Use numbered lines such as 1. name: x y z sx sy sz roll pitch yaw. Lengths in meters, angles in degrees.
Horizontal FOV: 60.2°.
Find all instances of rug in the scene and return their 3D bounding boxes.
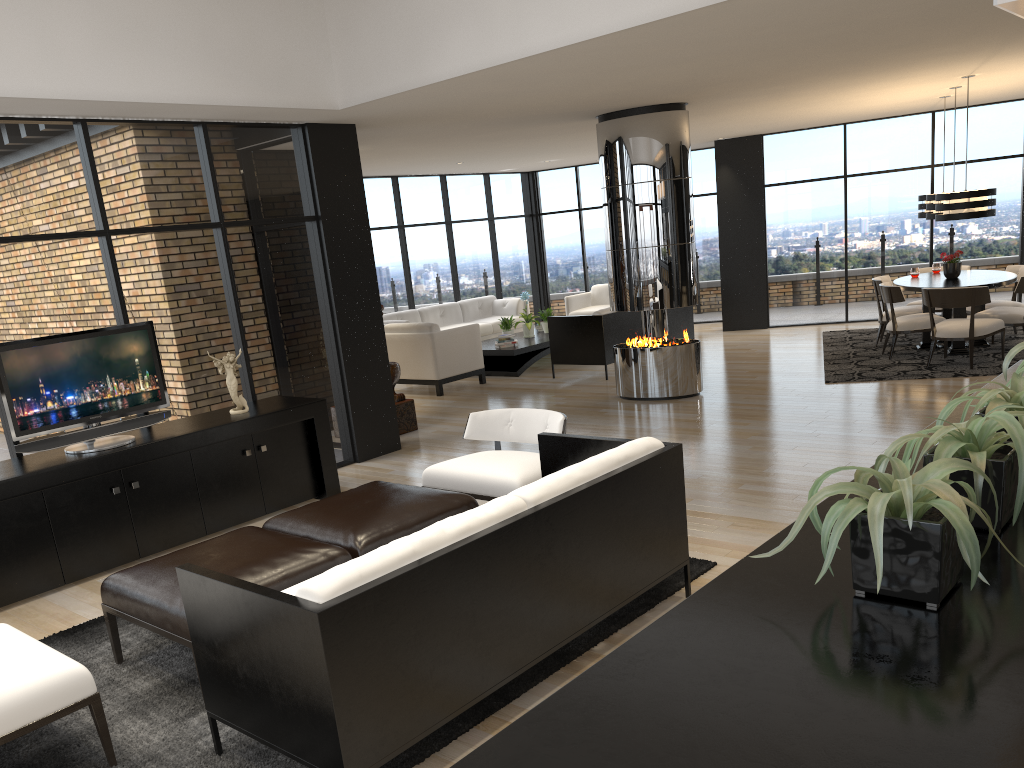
1. rug: -0.884 1.170 4.266 2.471 0.012 2.986 3 13 43
2. rug: 4.962 -0.425 9.957 2.719 0.011 3.646 -3 10 19

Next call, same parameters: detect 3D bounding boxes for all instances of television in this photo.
1. television: -2.596 0.034 5.414 0.924 0.726 0.403 -12 15 -28

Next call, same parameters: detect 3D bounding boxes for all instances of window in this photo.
1. window: 0.126 -1.879 6.962 10.122 4.886 15.584 -1 11 29

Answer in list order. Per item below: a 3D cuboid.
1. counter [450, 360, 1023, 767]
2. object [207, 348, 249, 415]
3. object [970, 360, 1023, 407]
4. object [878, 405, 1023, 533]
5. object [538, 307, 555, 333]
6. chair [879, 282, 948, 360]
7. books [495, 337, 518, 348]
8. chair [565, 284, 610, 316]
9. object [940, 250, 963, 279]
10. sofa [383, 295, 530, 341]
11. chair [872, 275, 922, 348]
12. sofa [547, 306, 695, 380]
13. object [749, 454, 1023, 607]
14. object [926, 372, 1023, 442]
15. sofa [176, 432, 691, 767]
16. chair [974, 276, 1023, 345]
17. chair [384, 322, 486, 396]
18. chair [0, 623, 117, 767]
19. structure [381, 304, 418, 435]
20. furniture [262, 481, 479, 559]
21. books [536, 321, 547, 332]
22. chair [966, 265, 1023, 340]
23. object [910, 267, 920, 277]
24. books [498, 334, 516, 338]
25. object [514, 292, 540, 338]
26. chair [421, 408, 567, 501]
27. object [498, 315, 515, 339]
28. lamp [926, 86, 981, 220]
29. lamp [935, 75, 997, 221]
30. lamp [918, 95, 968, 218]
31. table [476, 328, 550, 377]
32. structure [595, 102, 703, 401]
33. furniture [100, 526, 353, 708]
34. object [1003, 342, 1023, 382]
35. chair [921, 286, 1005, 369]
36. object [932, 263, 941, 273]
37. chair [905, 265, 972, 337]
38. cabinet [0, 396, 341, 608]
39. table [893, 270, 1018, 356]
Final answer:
1. counter: 1.364 0.237 1.863 1.175 0.032 3.066 2 13 42
2. object: -1.924 -0.021 6.096 0.105 0.469 0.252 7 18 42
3. object: 1.435 0.008 2.339 0.395 0.244 0.401 -11 12 -23
4. object: 0.890 0.163 1.775 0.404 0.244 0.392 -11 12 -23
5. object: 0.496 -0.910 12.501 0.284 0.378 0.210 -2 14 20
6. chair: 4.294 -0.691 9.516 0.617 0.823 0.628 -3 13 13
7. books: -0.073 -0.546 11.447 0.307 0.129 0.220 -8 11 -9
8. chair: 1.460 -1.085 13.569 0.997 0.874 0.841 4 16 41
9. object: 4.820 -1.312 9.686 0.229 0.304 0.232 -1 13 21
10. sofa: -0.875 -0.755 13.131 0.851 0.873 2.652 5 15 42
11. chair: 4.538 -0.851 10.311 0.615 0.823 0.630 1 14 29
12. sofa: 1.409 -0.645 11.138 0.834 0.820 2.000 5 15 41
13. object: 0.682 0.249 1.464 0.395 0.222 0.401 -11 12 -23
14. object: 1.135 0.102 2.048 0.404 0.222 0.392 -11 12 -23
15. sofa: -0.173 0.791 3.606 0.834 0.820 2.000 5 15 41
16. chair: 5.238 -0.746 9.229 0.633 0.823 0.612 -17 17 -41
17. chair: -0.990 -0.368 10.896 0.997 0.874 0.841 4 16 41
18. chair: -2.003 1.133 3.171 0.802 0.689 0.673 4 16 41
19. structure: -1.440 -0.297 8.494 0.728 1.627 0.508 6 18 41
20. furniture: -0.726 0.841 4.663 0.824 0.493 0.814 3 14 41
21. books: 0.471 -0.851 12.903 0.224 0.129 0.301 -4 10 10
22. chair: 5.528 -0.897 9.940 0.616 0.823 0.629 -5 13 5
23. object: 4.692 -1.299 10.278 0.095 0.108 0.093 1 14 30
24. books: -0.065 -0.623 11.426 0.184 0.027 0.152 0 11 33
25. object: 0.223 -0.960 12.156 0.352 0.644 0.365 -13 15 -28
26. chair: -0.033 0.547 5.375 0.802 0.689 0.673 4 16 41
27. object: -0.064 -0.749 11.907 0.284 0.378 0.210 -5 13 5
28. lamp: 4.725 -2.468 9.429 0.536 1.357 0.523 -1 14 18
29. lamp: 4.437 -2.300 8.615 0.536 1.357 0.523 -1 14 18
30. lamp: 5.014 -2.636 10.244 0.536 1.357 0.523 -1 14 18
31. table: 0.222 -0.463 12.230 1.259 0.359 2.000 3 13 42
32. structure: 1.363 -1.234 8.684 0.891 2.801 0.574 2 16 29
33. furniture: -1.281 1.004 4.056 0.824 0.493 0.814 3 14 41
34. object: 1.721 -0.069 2.615 0.404 0.244 0.392 -11 12 -23
35. chair: 4.441 -0.577 8.740 0.607 0.823 0.638 -17 17 -40
36. object: 5.051 -1.376 10.504 0.095 0.108 0.093 -9 13 -14
37. chair: 5.208 -1.002 10.775 0.640 0.823 0.606 4 16 39
38. cabinet: -2.524 0.751 5.577 0.618 0.756 2.991 5 15 42
39. table: 4.889 -0.787 9.809 1.210 0.785 2.063 -2 11 21
